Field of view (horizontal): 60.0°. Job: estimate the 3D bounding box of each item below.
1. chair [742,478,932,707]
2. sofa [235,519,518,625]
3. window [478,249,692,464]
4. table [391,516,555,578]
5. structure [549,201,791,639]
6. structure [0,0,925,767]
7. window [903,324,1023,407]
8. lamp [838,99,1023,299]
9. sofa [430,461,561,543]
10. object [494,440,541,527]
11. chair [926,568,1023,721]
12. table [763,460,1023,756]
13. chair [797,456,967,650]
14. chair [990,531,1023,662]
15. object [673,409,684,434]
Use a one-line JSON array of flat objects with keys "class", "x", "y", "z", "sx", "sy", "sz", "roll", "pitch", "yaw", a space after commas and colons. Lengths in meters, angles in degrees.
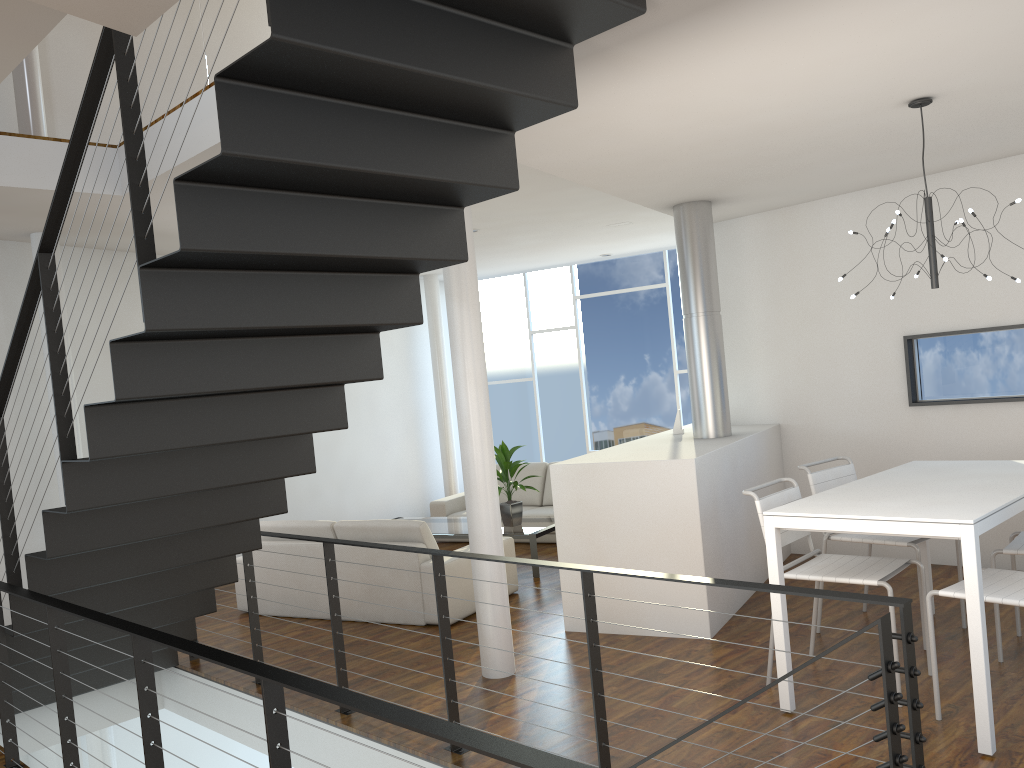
[{"class": "chair", "x": 1.256, "y": 0.769, "z": 3.443, "sx": 0.556, "sy": 0.765, "sz": 0.427, "roll": -4, "pitch": 2, "yaw": 41}, {"class": "sofa", "x": -0.858, "y": 1.061, "z": 5.453, "sx": 1.612, "sy": 0.566, "sz": 0.801, "roll": -5, "pitch": 1, "yaw": 30}, {"class": "window", "x": 0.909, "y": -1.630, "z": 8.942, "sx": 3.418, "sy": 5.639, "sz": 0.090, "roll": -5, "pitch": 2, "yaw": 29}, {"class": "table", "x": -0.363, "y": 1.156, "z": 6.396, "sx": 1.610, "sy": 0.284, "sz": 0.660, "roll": -5, "pitch": 0, "yaw": 30}, {"class": "structure", "x": 1.145, "y": 0.056, "z": 5.458, "sx": 0.751, "sy": 2.207, "sz": 2.746, "roll": -5, "pitch": 1, "yaw": 29}, {"class": "structure", "x": -0.694, "y": 0.867, "z": 2.840, "sx": 4.365, "sy": 6.301, "sz": 1.092, "roll": -4, "pitch": 2, "yaw": 45}, {"class": "window", "x": 3.039, "y": -0.144, "z": 4.446, "sx": 0.165, "sy": 0.408, "sz": 2.026, "roll": -7, "pitch": 1, "yaw": -45}, {"class": "lamp", "x": 1.594, "y": -0.719, "z": 3.394, "sx": 0.589, "sy": 0.726, "sz": 0.619, "roll": -6, "pitch": 1, "yaw": -23}, {"class": "sofa", "x": 0.187, "y": 0.956, "z": 7.312, "sx": 1.612, "sy": 0.566, "sz": 0.801, "roll": -5, "pitch": 1, "yaw": 30}, {"class": "object", "x": -0.015, "y": 0.679, "z": 6.114, "sx": 0.432, "sy": 0.601, "sz": 0.457, "roll": -5, "pitch": 1, "yaw": 14}, {"class": "chair", "x": 1.715, "y": 0.727, "z": 2.891, "sx": 0.427, "sy": 0.765, "sz": 0.555, "roll": -7, "pitch": 2, "yaw": -38}, {"class": "table", "x": 1.668, "y": 0.743, "z": 3.418, "sx": 1.398, "sy": 0.720, "sz": 0.701, "roll": -6, "pitch": 1, "yaw": -45}, {"class": "chair", "x": 1.659, "y": 0.729, "z": 4.007, "sx": 0.427, "sy": 0.765, "sz": 0.555, "roll": -7, "pitch": 2, "yaw": -39}, {"class": "chair", "x": 2.201, "y": 0.679, "z": 3.431, "sx": 0.556, "sy": 0.765, "sz": 0.427, "roll": -5, "pitch": 2, "yaw": 40}, {"class": "object", "x": 1.062, "y": 0.241, "z": 5.681, "sx": 0.061, "sy": 0.151, "sz": 0.100, "roll": -5, "pitch": 1, "yaw": 16}]
